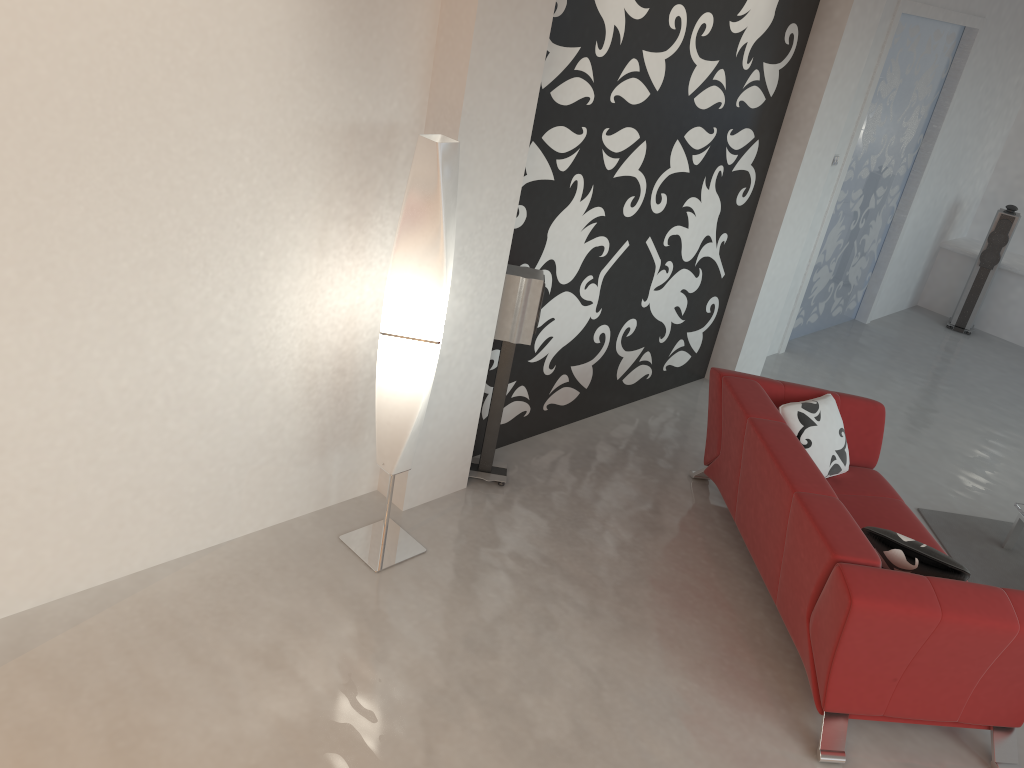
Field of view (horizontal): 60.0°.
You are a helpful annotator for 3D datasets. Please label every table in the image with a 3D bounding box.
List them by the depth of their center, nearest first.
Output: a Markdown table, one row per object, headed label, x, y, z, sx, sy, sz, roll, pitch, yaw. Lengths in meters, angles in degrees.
| label | x | y | z | sx | sy | sz | roll | pitch | yaw |
| --- | --- | --- | --- | --- | --- | --- | --- | --- | --- |
| table | 3.156 | 1.096 | 4.255 | 1.097 | 0.286 | 1.162 | 10 | 26 | -4 |

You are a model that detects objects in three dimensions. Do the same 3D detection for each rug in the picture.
| label | x | y | z | sx | sy | sz | roll | pitch | yaw |
| --- | --- | --- | --- | --- | --- | --- | --- | --- | --- |
| rug | 3.118 | 1.222 | 4.318 | 1.700 | 0.025 | 1.700 | 10 | 26 | -4 |

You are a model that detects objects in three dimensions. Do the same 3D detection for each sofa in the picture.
| label | x | y | z | sx | sy | sz | roll | pitch | yaw |
| --- | --- | --- | --- | --- | --- | --- | --- | --- | --- |
| sofa | 1.483 | 0.661 | 3.960 | 0.951 | 0.738 | 1.929 | 7 | 26 | -8 |

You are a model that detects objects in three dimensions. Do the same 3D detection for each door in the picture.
| label | x | y | z | sx | sy | sz | roll | pitch | yaw |
| --- | --- | --- | --- | --- | --- | --- | --- | --- | --- |
| door | 2.767 | -1.564 | 6.873 | 1.600 | 2.550 | 0.240 | -16 | 37 | -43 |

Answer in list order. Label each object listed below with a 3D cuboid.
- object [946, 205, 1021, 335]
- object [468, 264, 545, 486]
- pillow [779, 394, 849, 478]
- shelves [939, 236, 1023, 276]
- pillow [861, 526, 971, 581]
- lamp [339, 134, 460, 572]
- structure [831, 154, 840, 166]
| label | x | y | z | sx | sy | sz | roll | pitch | yaw |
| --- | --- | --- | --- | --- | --- | --- | --- | --- | --- |
| object | 4.251 | -1.037 | 7.964 | 0.255 | 1.184 | 0.273 | 23 | 29 | 23 |
| object | -0.049 | -0.023 | 4.294 | 0.229 | 1.112 | 0.214 | 10 | 26 | -4 |
| pillow | 1.479 | 0.270 | 4.339 | 0.402 | 0.343 | 0.288 | -10 | 33 | -37 |
| shelves | 6.142 | -0.193 | 6.952 | 0.650 | 0.050 | 5.500 | -16 | 37 | -43 |
| pillow | 1.541 | 0.725 | 3.453 | 0.402 | 0.343 | 0.288 | 28 | 30 | 30 |
| lamp | -0.411 | -0.078 | 3.502 | 0.313 | 1.779 | 0.313 | -10 | 33 | -36 |
| structure | 2.183 | -1.522 | 6.042 | 0.170 | 0.080 | 0.016 | -16 | 37 | -43 |
